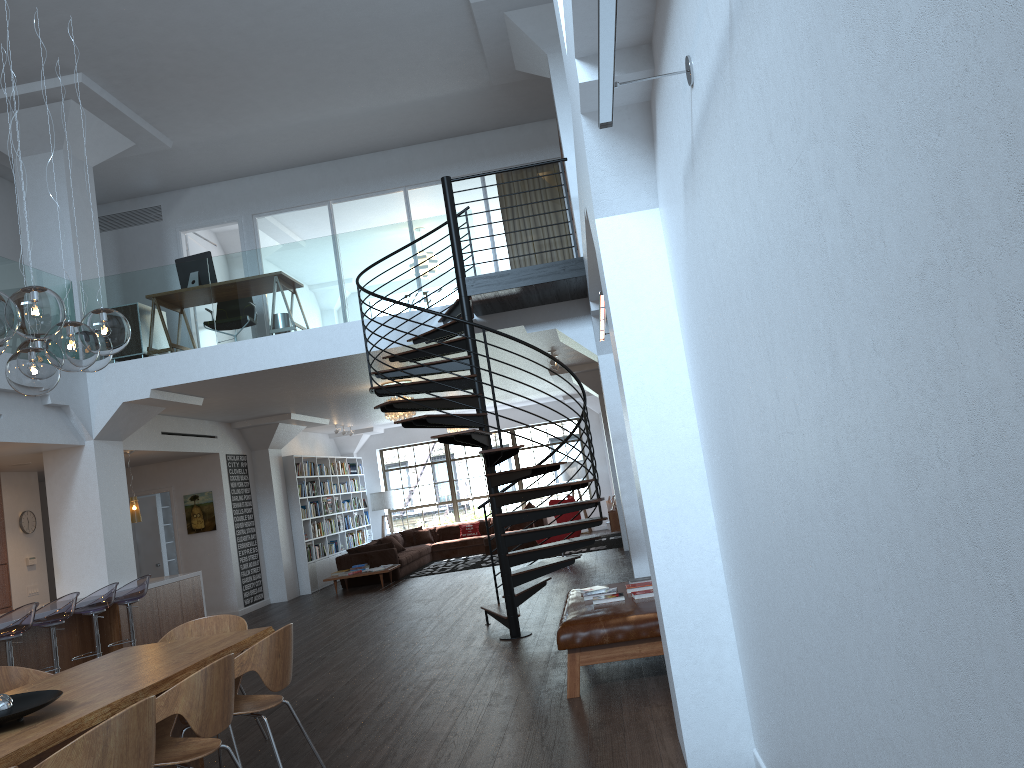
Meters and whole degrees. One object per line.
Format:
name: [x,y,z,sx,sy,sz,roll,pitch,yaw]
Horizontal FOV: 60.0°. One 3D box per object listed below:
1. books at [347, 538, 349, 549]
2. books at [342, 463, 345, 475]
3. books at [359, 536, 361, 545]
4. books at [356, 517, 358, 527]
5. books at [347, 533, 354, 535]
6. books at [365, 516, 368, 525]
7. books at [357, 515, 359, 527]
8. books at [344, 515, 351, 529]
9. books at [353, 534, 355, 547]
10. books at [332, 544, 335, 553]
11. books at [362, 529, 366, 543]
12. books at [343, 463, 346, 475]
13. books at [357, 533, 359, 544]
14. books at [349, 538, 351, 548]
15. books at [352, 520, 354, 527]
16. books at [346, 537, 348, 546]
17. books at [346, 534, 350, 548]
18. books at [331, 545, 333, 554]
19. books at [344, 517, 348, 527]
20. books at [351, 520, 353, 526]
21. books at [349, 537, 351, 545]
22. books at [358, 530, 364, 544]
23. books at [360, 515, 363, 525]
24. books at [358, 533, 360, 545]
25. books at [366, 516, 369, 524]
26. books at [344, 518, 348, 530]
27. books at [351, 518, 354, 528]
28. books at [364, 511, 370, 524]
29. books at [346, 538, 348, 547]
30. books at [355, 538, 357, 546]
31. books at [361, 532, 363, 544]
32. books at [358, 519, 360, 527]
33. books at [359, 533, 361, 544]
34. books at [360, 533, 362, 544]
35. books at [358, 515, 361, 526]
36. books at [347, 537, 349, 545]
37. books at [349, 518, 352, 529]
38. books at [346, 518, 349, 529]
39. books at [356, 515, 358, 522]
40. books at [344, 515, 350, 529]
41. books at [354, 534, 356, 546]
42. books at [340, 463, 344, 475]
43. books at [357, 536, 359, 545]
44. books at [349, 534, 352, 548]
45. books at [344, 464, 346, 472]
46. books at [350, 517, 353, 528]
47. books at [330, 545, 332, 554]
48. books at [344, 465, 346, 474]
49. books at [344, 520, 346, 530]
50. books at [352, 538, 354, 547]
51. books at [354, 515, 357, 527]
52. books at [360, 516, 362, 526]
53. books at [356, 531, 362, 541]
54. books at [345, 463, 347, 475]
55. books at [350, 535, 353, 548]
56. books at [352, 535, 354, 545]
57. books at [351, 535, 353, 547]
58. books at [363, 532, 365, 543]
books: [-3.400,3.238,17.977,0.161,0.223,0.026,-9,-6,4]
books: [-3.601,1.788,18.544,0.183,0.253,0.034,-9,-6,5]
books: [-3.328,3.314,18.871,0.174,0.240,0.048,-9,-6,5]
books: [-3.370,2.945,18.877,0.161,0.223,0.030,-9,-6,5]
books: [-3.366,3.249,18.444,0.176,0.290,0.036,-9,-6,4]
books: [-3.292,3.022,19.647,0.161,0.213,0.118,-9,-6,5]
books: [-3.372,2.944,18.981,0.171,0.246,0.036,-9,-6,5]
books: [-3.442,2.862,18.316,0.176,0.293,0.125,-9,-6,5]
books: [-3.357,3.262,18.407,0.183,0.253,0.034,-9,-6,4]
books: [-3.486,3.177,17.045,0.126,0.173,0.032,-9,-6,5]
books: [-3.284,3.330,19.328,0.176,0.290,0.053,-9,-6,5]
books: [-3.594,1.791,18.577,0.183,0.253,0.034,-9,-6,5]
books: [-3.333,3.296,18.760,0.183,0.253,0.036,-9,-6,5]
books: [-3.387,3.236,18.106,0.160,0.250,0.026,-9,-6,4]
books: [-3.405,2.920,18.559,0.161,0.218,0.101,-9,-6,5]
books: [-3.416,3.228,17.943,0.174,0.240,0.045,-9,-6,4]
books: [-3.409,3.218,18.064,0.198,0.284,0.066,-9,-6,4]
books: [-3.493,3.171,16.945,0.120,0.167,0.020,-9,-6,5]
books: [-3.458,2.860,18.103,0.182,0.255,0.077,-9,-6,5]
books: [-3.419,2.900,18.497,0.159,0.248,0.089,-9,-6,5]
books: [-3.380,3.251,18.130,0.161,0.223,0.026,-9,-6,4]
books: [-3.285,3.303,19.110,0.140,0.298,0.044,-9,-6,5]
books: [-3.337,2.986,19.321,0.168,0.228,0.139,-9,-6,5]
books: [-3.326,3.298,18.795,0.183,0.253,0.037,-9,-6,5]
books: [-3.293,3.029,19.697,0.161,0.213,0.146,-9,-6,5]
books: [-3.455,2.861,18.062,0.174,0.243,0.085,-9,-6,5]
books: [-3.406,2.914,18.525,0.161,0.222,0.084,-9,-6,5]
books: [-3.287,2.998,19.802,0.176,0.290,0.053,-9,-6,5]
books: [-3.421,3.218,17.905,0.183,0.253,0.034,-9,-6,4]
books: [-3.346,3.292,18.555,0.161,0.223,0.027,-9,-6,4]
books: [-3.304,3.326,19.058,0.189,0.247,0.057,-9,-6,5]
books: [-3.379,2.962,19.058,0.168,0.231,0.045,-9,-6,5]
books: [-3.317,3.311,18.908,0.160,0.250,0.027,-9,-6,5]
books: [-3.312,3.311,18.939,0.183,0.253,0.037,-9,-6,5]
books: [-3.360,2.952,19.100,0.183,0.253,0.042,-9,-6,5]
books: [-3.409,3.239,18.009,0.168,0.231,0.037,-9,-6,4]
books: [-3.424,2.893,18.400,0.174,0.242,0.105,-9,-6,5]
books: [-3.443,2.864,18.148,0.182,0.253,0.098,-9,-6,5]
books: [-3.383,2.937,18.913,0.183,0.253,0.039,-9,-6,5]
books: [-3.452,2.858,18.255,0.197,0.290,0.136,-9,-6,5]
books: [-3.357,3.268,18.490,0.180,0.259,0.060,-9,-6,4]
books: [-3.607,1.784,18.462,0.171,0.246,0.057,-9,-6,5]
books: [-3.338,3.304,18.722,0.168,0.231,0.040,-9,-6,5]
books: [-3.390,3.223,18.173,0.176,0.290,0.053,-9,-6,4]
books: [-3.597,1.806,18.649,0.174,0.240,0.045,-9,-6,5]
books: [-3.422,2.894,18.454,0.170,0.251,0.118,-9,-6,5]
books: [-3.502,3.163,16.890,0.109,0.171,0.018,-9,-6,5]
books: [-3.595,1.794,18.610,0.183,0.253,0.034,-9,-6,5]
books: [-3.467,2.846,17.961,0.182,0.255,0.077,-9,-6,5]
books: [-3.366,3.271,18.332,0.161,0.223,0.027,-9,-6,4]
books: [-3.383,2.924,18.808,0.174,0.251,0.051,-9,-6,5]
books: [-3.351,2.963,19.200,0.160,0.251,0.039,-9,-6,5]
books: [-3.325,3.305,19.000,0.198,0.284,0.066,-9,-6,5]
books: [-3.581,1.803,18.712,0.183,0.253,0.034,-9,-6,5]
books: [-3.382,3.245,18.214,0.183,0.253,0.034,-9,-6,4]
books: [-3.371,3.267,18.368,0.174,0.240,0.045,-9,-6,4]
books: [-3.375,3.248,18.247,0.183,0.253,0.034,-9,-6,4]
books: [-3.286,3.344,19.244,0.171,0.246,0.057,-9,-6,5]
